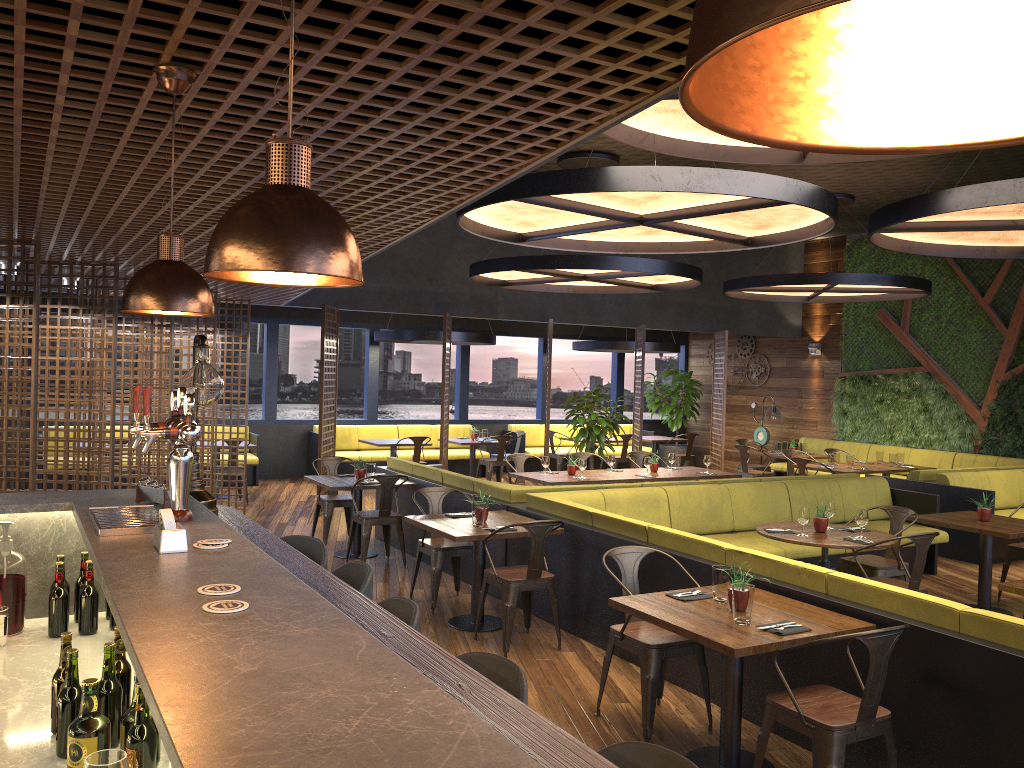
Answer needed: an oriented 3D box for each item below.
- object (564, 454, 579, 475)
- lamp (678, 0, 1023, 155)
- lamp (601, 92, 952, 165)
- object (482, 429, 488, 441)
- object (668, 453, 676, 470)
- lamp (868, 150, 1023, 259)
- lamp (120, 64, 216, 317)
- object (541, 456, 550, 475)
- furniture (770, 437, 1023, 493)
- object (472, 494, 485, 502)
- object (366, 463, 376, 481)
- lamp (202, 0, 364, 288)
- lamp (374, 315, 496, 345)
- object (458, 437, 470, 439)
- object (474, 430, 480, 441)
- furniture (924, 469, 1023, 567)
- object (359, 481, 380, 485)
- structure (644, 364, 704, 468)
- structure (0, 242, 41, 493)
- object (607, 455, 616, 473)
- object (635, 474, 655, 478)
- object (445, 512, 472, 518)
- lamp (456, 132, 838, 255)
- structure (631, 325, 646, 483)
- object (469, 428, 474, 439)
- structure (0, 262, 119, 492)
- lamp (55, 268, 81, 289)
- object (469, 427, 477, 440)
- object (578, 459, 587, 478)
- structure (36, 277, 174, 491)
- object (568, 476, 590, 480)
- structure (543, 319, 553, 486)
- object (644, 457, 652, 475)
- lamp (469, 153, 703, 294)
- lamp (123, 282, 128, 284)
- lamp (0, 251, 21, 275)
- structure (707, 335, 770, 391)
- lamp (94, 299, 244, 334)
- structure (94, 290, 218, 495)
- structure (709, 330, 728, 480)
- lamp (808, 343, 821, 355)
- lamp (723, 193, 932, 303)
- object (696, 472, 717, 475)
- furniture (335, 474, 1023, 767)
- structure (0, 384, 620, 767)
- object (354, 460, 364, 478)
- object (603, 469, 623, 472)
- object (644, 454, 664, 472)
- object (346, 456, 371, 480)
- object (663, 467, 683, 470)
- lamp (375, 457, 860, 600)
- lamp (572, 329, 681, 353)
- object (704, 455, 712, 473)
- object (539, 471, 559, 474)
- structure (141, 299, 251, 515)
[{"bbox_3d":[0.671,0.891,10.009,0.238,0.271,0.260,2,1,-8],"label":"object"},{"bbox_3d":[0.214,-0.473,0.406,0.250,0.673,0.250,2,1,3],"label":"lamp"},{"bbox_3d":[1.719,-2.031,4.543,2.778,1.159,2.778,2,1,21],"label":"lamp"},{"bbox_3d":[-0.450,0.847,14.716,0.102,0.178,0.102,1,1,-44],"label":"object"},{"bbox_3d":[1.960,0.954,10.879,0.097,0.206,0.097,2,1,16],"label":"object"},{"bbox_3d":[4.046,-1.807,6.296,2.778,1.475,2.778,2,1,20],"label":"lamp"},{"bbox_3d":[-0.945,-0.532,2.464,0.250,0.673,0.250,2,1,3],"label":"lamp"},{"bbox_3d":[0.377,0.918,9.986,0.097,0.206,0.097,2,1,16],"label":"object"},{"bbox_3d":[4.955,1.423,12.933,3.378,0.916,4.755,1,1,-29],"label":"furniture"},{"bbox_3d":[-0.262,0.949,6.848,0.102,0.178,0.102,1,1,-44],"label":"object"},{"bbox_3d":[-1.425,0.890,8.931,0.102,0.178,0.102,1,1,-24],"label":"object"},{"bbox_3d":[-0.352,-0.502,1.411,0.250,0.673,0.250,2,1,3],"label":"lamp"},{"bbox_3d":[-1.218,-1.757,14.454,1.979,2.172,1.979,2,1,16],"label":"lamp"},{"bbox_3d":[-0.792,0.914,14.994,0.255,0.019,0.157,1,1,-30],"label":"object"},{"bbox_3d":[-0.581,0.846,14.532,0.102,0.178,0.102,1,1,-44],"label":"object"},{"bbox_3d":[7.228,1.540,8.894,3.372,0.914,4.503,1,1,-29],"label":"furniture"},{"bbox_3d":[-1.431,0.971,8.749,0.255,0.019,0.157,1,1,-30],"label":"object"},{"bbox_3d":[3.388,0.677,18.276,1.493,2.184,1.272,1,1,-29],"label":"structure"},{"bbox_3d":[-3.991,0.351,6.198,1.319,2.700,0.050,2,1,1],"label":"structure"},{"bbox_3d":[1.168,0.936,10.432,0.097,0.206,0.097,2,1,16],"label":"object"},{"bbox_3d":[1.509,1.044,10.108,0.157,0.019,0.255,1,1,-29],"label":"object"},{"bbox_3d":[-0.387,1.024,6.962,0.255,0.019,0.157,1,1,-30],"label":"object"},{"bbox_3d":[0.993,-1.901,6.666,2.778,1.475,2.778,1,1,-25],"label":"lamp"},{"bbox_3d":[2.017,0.429,14.199,0.050,2.700,0.852,2,1,1],"label":"structure"},{"bbox_3d":[-0.668,0.839,14.880,0.102,0.178,0.102,1,1,-44],"label":"object"},{"bbox_3d":[-3.979,0.337,7.401,1.319,2.700,0.050,2,1,1],"label":"structure"},{"bbox_3d":[-3.981,-0.949,7.977,0.228,0.172,0.228,1,1,-29],"label":"lamp"},{"bbox_3d":[-0.613,0.796,14.712,0.238,0.271,0.260,2,1,-8],"label":"object"},{"bbox_3d":[0.780,0.932,9.825,0.097,0.206,0.097,2,1,16],"label":"object"},{"bbox_3d":[-3.966,0.323,8.605,1.319,2.700,0.050,2,1,1],"label":"structure"},{"bbox_3d":[0.718,1.026,9.662,0.157,0.019,0.255,1,1,-29],"label":"object"},{"bbox_3d":[0.537,0.396,13.364,0.050,2.700,0.852,2,1,1],"label":"structure"},{"bbox_3d":[1.572,0.950,10.271,0.097,0.206,0.097,2,1,16],"label":"object"},{"bbox_3d":[0.897,-1.953,10.677,2.778,1.475,2.778,1,1,-29],"label":"lamp"},{"bbox_3d":[-3.907,-0.962,9.198,0.228,0.172,0.228,1,1,-29],"label":"lamp"},{"bbox_3d":[-3.882,-0.932,6.831,0.228,0.172,0.228,1,1,-29],"label":"lamp"},{"bbox_3d":[4.528,-0.445,17.918,0.058,1.178,1.791,1,1,-29],"label":"structure"},{"bbox_3d":[-4.768,-1.837,12.452,1.979,2.172,1.979,1,1,-23],"label":"lamp"},{"bbox_3d":[-3.954,0.308,9.808,1.319,2.700,0.050,2,1,1],"label":"structure"},{"bbox_3d":[3.498,0.462,15.034,0.050,2.700,0.852,2,1,1],"label":"structure"},{"bbox_3d":[5.476,-0.634,16.129,0.189,0.215,0.215,1,1,-29],"label":"lamp"},{"bbox_3d":[4.443,-1.949,12.583,2.778,1.362,2.778,2,1,25],"label":"lamp"},{"bbox_3d":[2.301,1.062,10.555,0.157,0.019,0.255,1,1,-29],"label":"object"},{"bbox_3d":[2.244,1.410,7.624,4.895,0.914,7.462,1,1,-34],"label":"furniture"},{"bbox_3d":[-0.524,0.524,0.376,2.700,2.700,9.298,1,1,-29],"label":"structure"},{"bbox_3d":[-1.591,0.881,9.207,0.102,0.178,0.102,2,1,-14],"label":"object"},{"bbox_3d":[1.225,1.030,10.597,0.157,0.019,0.255,1,1,-29],"label":"object"},{"bbox_3d":[1.694,0.914,10.586,0.238,0.271,0.260,2,1,-8],"label":"object"},{"bbox_3d":[-1.532,0.839,9.039,0.260,0.271,0.238,1,1,-28],"label":"object"},{"bbox_3d":[2.017,1.047,11.044,0.157,0.019,0.255,1,1,-29],"label":"object"},{"bbox_3d":[-0.797,0.408,8.646,9.057,2.714,3.017,1,1,-29],"label":"lamp"},{"bbox_3d":[2.132,-1.684,16.344,1.979,2.172,1.979,1,1,-44],"label":"lamp"},{"bbox_3d":[2.363,0.968,10.717,0.097,0.206,0.097,2,1,16],"label":"object"},{"bbox_3d":[0.434,1.012,10.151,0.157,0.019,0.255,1,1,-29],"label":"object"},{"bbox_3d":[-3.941,0.294,11.012,1.319,2.700,0.050,2,1,1],"label":"structure"}]
